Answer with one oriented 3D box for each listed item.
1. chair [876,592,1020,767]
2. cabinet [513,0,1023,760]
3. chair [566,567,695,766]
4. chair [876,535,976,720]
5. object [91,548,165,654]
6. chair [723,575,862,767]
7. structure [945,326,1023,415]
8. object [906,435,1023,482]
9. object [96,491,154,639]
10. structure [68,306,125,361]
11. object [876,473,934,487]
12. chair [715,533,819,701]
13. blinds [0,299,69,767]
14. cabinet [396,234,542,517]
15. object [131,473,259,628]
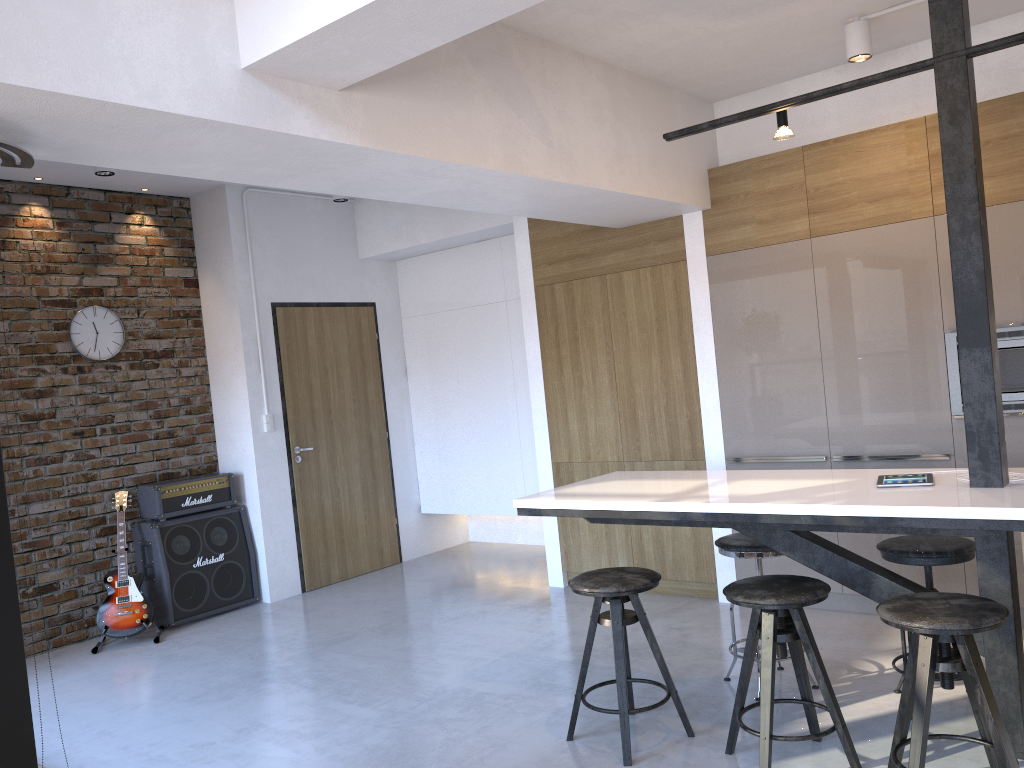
[{"bbox_3d":[1.300,0.969,2.636,0.367,0.630,0.366,-5,1,14],"label":"chair"},{"bbox_3d":[3.308,-0.353,2.447,9.121,2.873,2.471,-5,1,39],"label":"cabinet"},{"bbox_3d":[0.423,1.048,3.406,0.366,0.630,0.367,-7,2,-36],"label":"chair"},{"bbox_3d":[1.623,0.924,3.418,0.357,0.636,0.357,-5,1,18],"label":"chair"},{"bbox_3d":[-2.435,1.331,5.572,0.389,0.588,0.331,-6,1,-16],"label":"object"},{"bbox_3d":[0.933,1.001,3.043,0.365,0.630,0.365,-6,1,-6],"label":"chair"},{"bbox_3d":[2.458,-0.081,4.240,0.596,0.397,0.396,-5,1,39],"label":"structure"},{"bbox_3d":[1.637,0.209,3.192,0.214,0.246,0.417,-6,1,-29],"label":"object"},{"bbox_3d":[-2.487,1.144,5.687,0.330,0.873,0.524,-6,1,-16],"label":"object"},{"bbox_3d":[-2.746,-0.335,5.864,0.040,0.360,0.360,-4,2,39],"label":"structure"},{"bbox_3d":[1.420,0.350,3.203,0.188,0.013,0.240,-5,1,24],"label":"object"},{"bbox_3d":[1.081,0.974,3.809,0.358,0.636,0.356,-6,1,-6],"label":"chair"},{"bbox_3d":[-2.346,0.420,2.488,1.828,2.053,3.860,-6,1,-6],"label":"blinds"},{"bbox_3d":[-0.201,-0.030,6.872,1.710,2.117,0.020,-5,2,39],"label":"cabinet"},{"bbox_3d":[-2.181,1.115,6.115,0.358,0.937,0.696,-5,2,39],"label":"object"}]
